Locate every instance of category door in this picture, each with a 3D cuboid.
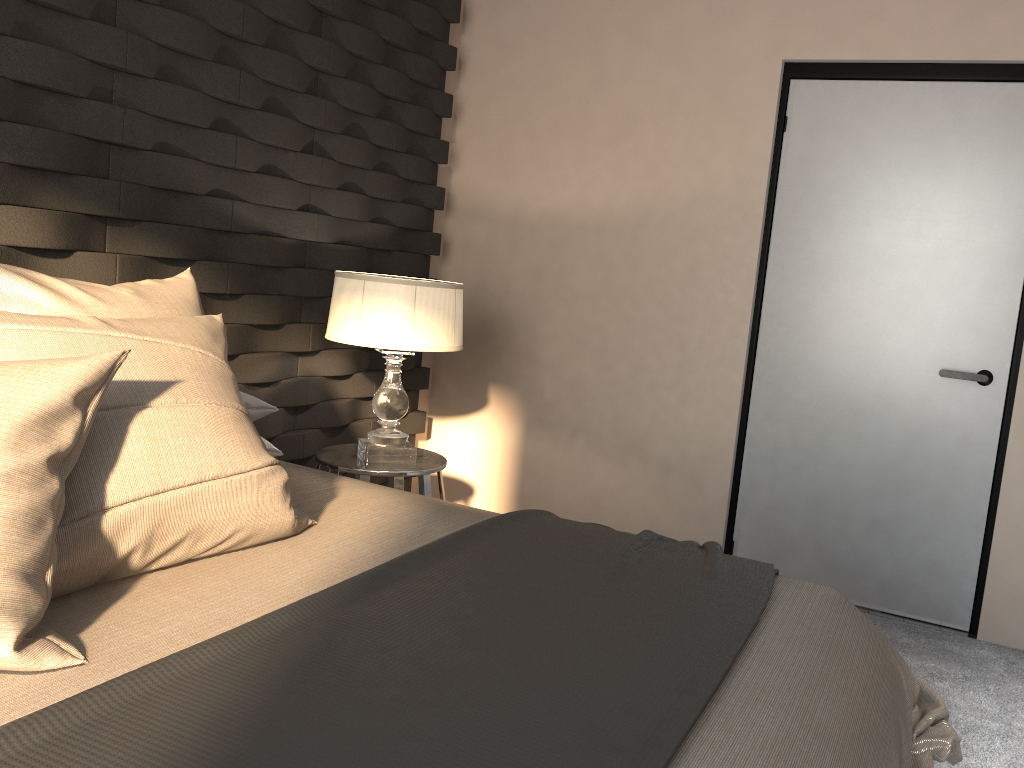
[{"bbox_3d":[1.425,-0.162,3.411,0.962,2.088,0.160,8,7,23],"label":"door"}]

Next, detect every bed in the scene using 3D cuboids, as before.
[{"bbox_3d":[-0.472,0.629,1.443,2.207,0.623,2.385,10,8,25],"label":"bed"}]

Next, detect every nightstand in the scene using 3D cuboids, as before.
[{"bbox_3d":[-0.482,0.488,3.109,0.649,0.471,0.594,2,8,-27],"label":"nightstand"}]

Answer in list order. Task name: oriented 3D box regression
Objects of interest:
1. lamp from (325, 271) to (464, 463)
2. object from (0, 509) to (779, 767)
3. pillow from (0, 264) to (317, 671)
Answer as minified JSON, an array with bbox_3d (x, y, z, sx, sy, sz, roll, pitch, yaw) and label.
[{"bbox_3d":[-0.412,-0.054,3.052,0.478,0.629,0.454,4,7,-13],"label":"lamp"},{"bbox_3d":[-0.055,0.518,1.258,0.595,0.321,2.135,9,8,26],"label":"object"},{"bbox_3d":[-0.783,0.026,1.489,0.864,0.517,1.311,10,8,27],"label":"pillow"}]
